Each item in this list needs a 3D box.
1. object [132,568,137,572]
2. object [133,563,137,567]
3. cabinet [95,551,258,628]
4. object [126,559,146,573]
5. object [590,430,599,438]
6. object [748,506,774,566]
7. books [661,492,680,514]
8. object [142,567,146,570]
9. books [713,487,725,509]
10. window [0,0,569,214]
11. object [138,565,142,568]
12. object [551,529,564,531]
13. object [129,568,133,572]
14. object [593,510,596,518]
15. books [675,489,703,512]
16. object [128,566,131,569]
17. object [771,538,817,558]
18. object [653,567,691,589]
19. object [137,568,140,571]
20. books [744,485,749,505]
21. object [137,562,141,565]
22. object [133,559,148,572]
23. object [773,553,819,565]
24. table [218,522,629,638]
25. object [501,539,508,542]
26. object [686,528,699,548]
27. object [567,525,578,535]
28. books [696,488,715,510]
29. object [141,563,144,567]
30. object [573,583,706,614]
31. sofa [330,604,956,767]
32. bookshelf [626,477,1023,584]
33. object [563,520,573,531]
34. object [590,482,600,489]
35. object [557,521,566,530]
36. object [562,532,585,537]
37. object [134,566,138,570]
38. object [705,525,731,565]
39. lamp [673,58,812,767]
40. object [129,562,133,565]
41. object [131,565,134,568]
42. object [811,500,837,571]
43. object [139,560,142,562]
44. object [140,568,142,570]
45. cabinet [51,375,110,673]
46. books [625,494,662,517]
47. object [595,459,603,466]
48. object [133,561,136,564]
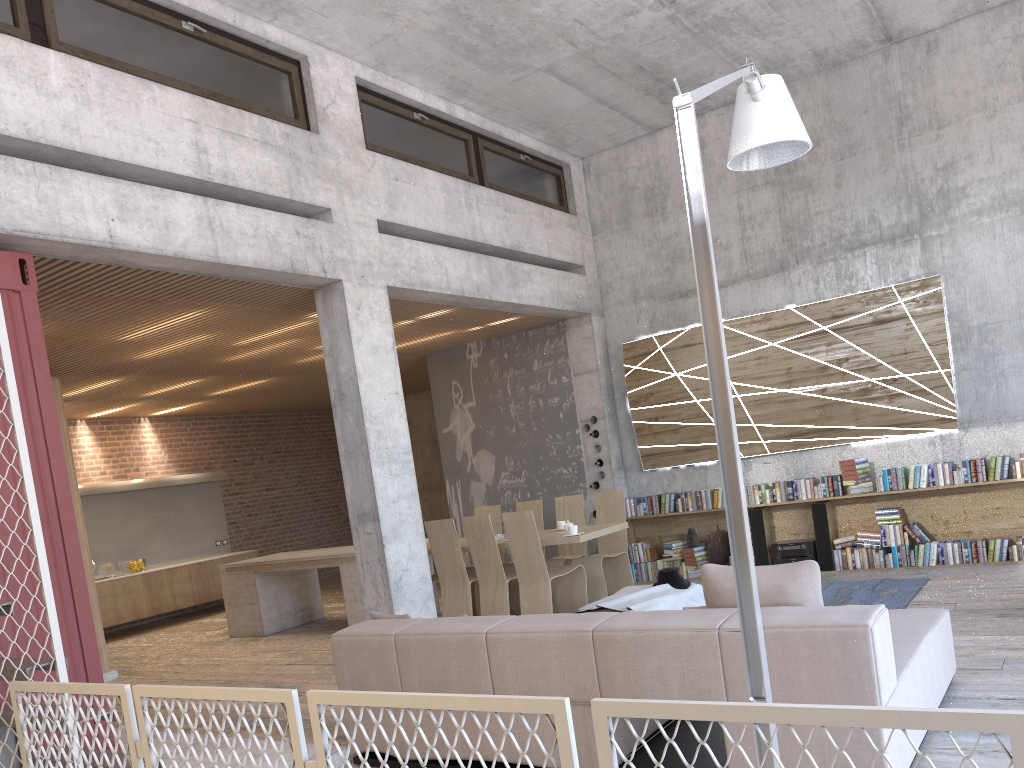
[{"bbox_3d":[-5.562,2.739,12.917,0.064,0.063,0.074,-8,-2,-1],"label":"object"},{"bbox_3d":[-5.541,2.660,12.900,0.061,0.052,0.053,-8,-1,-8],"label":"object"},{"bbox_3d":[-5.829,2.474,13.089,1.086,2.074,4.079,-7,-3,33],"label":"cabinet"},{"bbox_3d":[-5.553,2.685,12.968,0.209,0.175,0.187,-10,-2,34],"label":"object"},{"bbox_3d":[1.025,0.599,10.546,0.091,0.090,0.332,-9,-4,33],"label":"object"},{"bbox_3d":[2.789,1.756,9.741,0.154,0.762,0.269,-6,3,33],"label":"object"},{"bbox_3d":[1.849,1.391,10.253,0.201,0.229,0.187,-9,-1,34],"label":"books"},{"bbox_3d":[-5.454,2.731,12.986,0.053,0.052,0.062,-9,-2,18],"label":"object"},{"bbox_3d":[2.391,1.271,9.843,0.252,0.229,0.187,-9,-1,34],"label":"books"},{"bbox_3d":[-1.679,-2.239,6.845,0.114,0.608,8.366,-6,-3,33],"label":"window"},{"bbox_3d":[-5.491,2.696,12.937,0.060,0.055,0.052,-7,-2,-42],"label":"object"},{"bbox_3d":[0.522,1.501,9.065,0.187,0.014,0.183,-12,-7,37],"label":"object"},{"bbox_3d":[-5.619,2.744,12.941,0.059,0.057,0.052,-8,-1,-20],"label":"object"},{"bbox_3d":[1.105,1.572,10.735,0.091,0.090,0.332,-9,-4,33],"label":"object"},{"bbox_3d":[2.047,1.348,10.107,0.281,0.221,0.207,-10,-1,32],"label":"books"},{"bbox_3d":[-5.642,2.700,12.949,0.063,0.052,0.052,-10,-2,37],"label":"object"},{"bbox_3d":[3.083,1.787,9.527,0.445,0.161,0.301,-11,-5,34],"label":"object"},{"bbox_3d":[1.257,1.537,6.945,0.304,0.169,0.296,-10,-4,21],"label":"object"},{"bbox_3d":[-5.504,2.732,12.916,0.051,0.053,0.064,-8,-2,-14],"label":"object"},{"bbox_3d":[2.555,1.243,9.730,0.157,0.221,0.152,-8,0,34],"label":"books"},{"bbox_3d":[-5.501,2.646,12.939,0.051,0.053,0.063,-8,-2,-9],"label":"object"},{"bbox_3d":[-5.614,2.736,13.244,0.188,0.171,0.193,-7,-2,-45],"label":"object"},{"bbox_3d":[3.109,1.947,9.541,0.445,0.164,0.290,-11,-4,34],"label":"object"},{"bbox_3d":[-1.181,2.265,9.898,5.244,0.925,1.002,-12,-3,34],"label":"table"},{"bbox_3d":[0.001,1.537,8.643,0.186,0.014,0.184,-10,-6,20],"label":"object"},{"bbox_3d":[2.068,1.766,10.076,0.146,0.230,0.134,-8,1,31],"label":"object"},{"bbox_3d":[0.573,1.367,8.186,0.093,0.088,0.117,-8,-2,-13],"label":"object"},{"bbox_3d":[2.211,1.309,9.965,0.157,0.221,0.187,-8,0,34],"label":"books"},{"bbox_3d":[-5.485,2.685,12.994,0.053,0.054,0.061,-9,-2,25],"label":"object"},{"bbox_3d":[1.191,1.805,6.828,1.581,0.503,1.057,-5,-5,-38],"label":"object"},{"bbox_3d":[1.045,1.562,5.496,3.030,0.786,2.985,-12,-6,34],"label":"sofa"},{"bbox_3d":[3.627,1.541,9.150,5.380,0.806,0.299,-12,0,34],"label":"bookshelf"},{"bbox_3d":[0.566,1.423,8.795,0.090,0.112,0.121,-8,-1,25],"label":"object"},{"bbox_3d":[1.037,1.226,10.631,0.096,0.095,0.335,-9,-4,33],"label":"object"},{"bbox_3d":[0.512,1.464,9.071,0.093,0.088,0.117,-8,-2,-2],"label":"object"},{"bbox_3d":[0.576,1.411,8.201,0.186,0.014,0.184,-10,-6,20],"label":"object"},{"bbox_3d":[-5.525,2.702,12.877,0.060,0.054,0.053,-7,-2,-44],"label":"object"},{"bbox_3d":[2.379,1.891,10.030,0.343,0.571,0.196,-8,2,-6],"label":"object"},{"bbox_3d":[1.037,0.081,3.827,0.761,3.434,2.606,-7,0,21],"label":"lamp"},{"bbox_3d":[-5.614,2.650,12.924,0.063,0.052,0.053,-9,-2,26],"label":"object"},{"bbox_3d":[-5.587,2.691,12.921,0.052,0.053,0.061,-9,-2,40],"label":"object"},{"bbox_3d":[3.348,1.637,9.359,0.154,0.762,0.269,-6,3,33],"label":"object"},{"bbox_3d":[-5.507,2.640,13.005,0.050,0.060,0.059,-8,-1,-22],"label":"object"},{"bbox_3d":[-5.512,2.743,12.996,0.051,0.056,0.061,-9,-2,24],"label":"object"},{"bbox_3d":[-6.368,1.770,9.541,3.795,3.138,1.498,-10,0,34],"label":"cabinet"},{"bbox_3d":[1.549,1.454,10.442,0.495,0.221,0.212,-11,-2,34],"label":"books"},{"bbox_3d":[1.097,0.950,10.597,0.094,0.093,0.344,-9,-4,33],"label":"object"},{"bbox_3d":[-5.569,2.643,12.962,0.051,0.054,0.063,-8,-2,-20],"label":"object"}]
